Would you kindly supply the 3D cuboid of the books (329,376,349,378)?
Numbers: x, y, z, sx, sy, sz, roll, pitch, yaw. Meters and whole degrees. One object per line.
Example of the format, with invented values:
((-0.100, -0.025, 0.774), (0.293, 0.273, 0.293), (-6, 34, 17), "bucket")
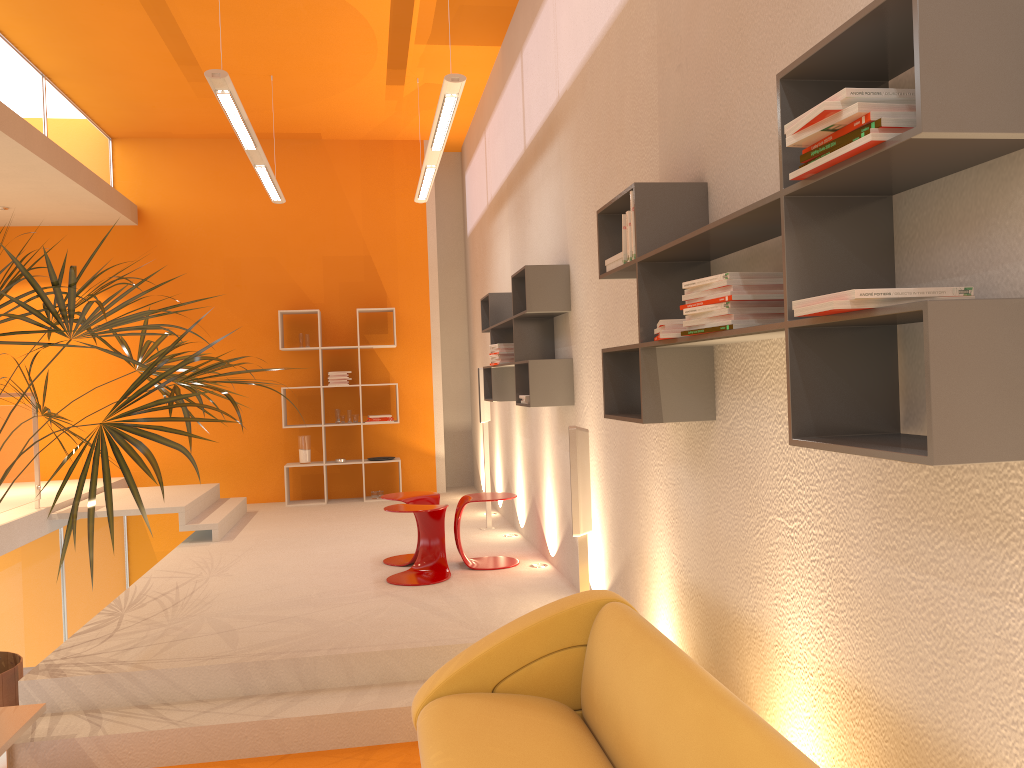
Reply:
((-1.811, -0.074, 9.270), (0.190, 0.011, 0.268), (-2, 0, -8), "books")

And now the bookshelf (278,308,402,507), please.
((-0.776, 1.497, 8.539), (3.516, 4.600, 1.107), (-2, 0, 38), "bookshelf")

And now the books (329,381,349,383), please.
((-1.812, -0.016, 9.280), (0.190, 0.015, 0.254), (-2, 0, -13), "books")

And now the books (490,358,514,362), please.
((-0.026, -0.169, 6.217), (0.190, 0.015, 0.254), (-2, 0, -18), "books")

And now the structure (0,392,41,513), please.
((-2.876, 0.517, 1.421), (0.195, 0.900, 11.050), (-2, 0, -9), "structure")

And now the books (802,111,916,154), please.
((0.689, -0.462, 1.653), (0.190, 0.015, 0.254), (-2, 0, -8), "books")

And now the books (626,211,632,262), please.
((0.503, -0.501, 3.007), (0.230, 0.169, 0.027), (-2, 0, -9), "books")

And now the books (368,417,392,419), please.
((-1.383, 0.353, 9.294), (0.254, 0.015, 0.190), (-2, 0, -8), "books")

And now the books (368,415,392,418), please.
((-1.385, 0.337, 9.280), (0.227, 0.017, 0.230), (-2, 0, -14), "books")

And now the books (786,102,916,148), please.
((0.675, -0.477, 1.655), (0.230, 0.017, 0.226), (-2, 0, -14), "books")

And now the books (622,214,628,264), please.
((0.493, -0.501, 3.061), (0.230, 0.169, 0.023), (-2, 0, -9), "books")

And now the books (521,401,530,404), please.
((0.166, 0.104, 5.204), (0.190, 0.015, 0.254), (-2, 0, -8), "books")

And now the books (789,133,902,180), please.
((0.686, -0.421, 1.659), (0.210, 0.013, 0.297), (-2, 0, -9), "books")

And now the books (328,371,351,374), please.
((-1.804, -0.119, 9.270), (0.230, 0.017, 0.227), (-2, 0, -14), "books")

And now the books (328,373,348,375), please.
((-1.817, -0.102, 9.272), (0.190, 0.015, 0.254), (-2, 0, -8), "books")

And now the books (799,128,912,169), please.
((0.686, -0.433, 1.655), (0.190, 0.011, 0.268), (-2, 0, -8), "books")

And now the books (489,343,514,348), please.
((-0.017, -0.272, 6.208), (0.230, 0.017, 0.227), (-2, 0, -19), "books")

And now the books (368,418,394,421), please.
((-1.374, 0.367, 9.292), (0.254, 0.015, 0.190), (-2, 0, -13), "books")

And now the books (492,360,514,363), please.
((-0.021, -0.156, 6.208), (0.190, 0.011, 0.268), (-2, 0, -13), "books")

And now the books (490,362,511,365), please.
((-0.021, -0.144, 6.204), (0.210, 0.013, 0.297), (-2, 0, -14), "books")

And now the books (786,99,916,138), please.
((0.670, -0.493, 1.655), (0.254, 0.015, 0.190), (-2, 0, -3), "books")

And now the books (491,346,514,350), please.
((-0.030, -0.255, 6.208), (0.190, 0.015, 0.254), (-2, 0, -13), "books")

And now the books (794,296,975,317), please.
((0.684, -0.143, 1.650), (0.254, 0.015, 0.190), (-2, 0, -3), "books")

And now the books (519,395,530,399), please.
((0.175, 0.073, 5.194), (0.230, 0.017, 0.227), (-2, 0, -9), "books")

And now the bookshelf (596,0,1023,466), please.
((0.619, -0.269, 2.412), (0.252, 0.790, 2.000), (-2, 0, -9), "bookshelf")

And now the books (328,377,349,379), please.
((-1.811, -0.062, 9.267), (0.210, 0.013, 0.296), (-2, 0, -9), "books")

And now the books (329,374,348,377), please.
((-1.814, -0.088, 9.280), (0.190, 0.015, 0.254), (-2, 0, -13), "books")

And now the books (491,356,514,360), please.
((-0.027, -0.184, 6.209), (0.190, 0.015, 0.254), (-2, 0, -13), "books")

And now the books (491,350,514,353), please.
((-0.024, -0.227, 6.208), (0.190, 0.011, 0.268), (-2, 0, -13), "books")

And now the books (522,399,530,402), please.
((0.163, 0.089, 5.196), (0.190, 0.015, 0.254), (-2, 0, -3), "books")

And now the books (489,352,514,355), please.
((-0.023, -0.215, 6.204), (0.210, 0.013, 0.297), (-2, 0, -14), "books")

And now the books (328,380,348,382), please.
((-1.814, -0.031, 9.272), (0.190, 0.015, 0.254), (-2, 0, -8), "books")

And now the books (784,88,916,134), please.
((0.672, -0.509, 1.668), (0.226, 0.017, 0.230), (-2, 0, -9), "books")

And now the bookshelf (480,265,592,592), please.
((0.162, 0.409, 5.255), (0.322, 2.145, 3.370), (-2, 0, -7), "bookshelf")

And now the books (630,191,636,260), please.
((0.510, -0.530, 2.957), (0.230, 0.227, 0.017), (-2, 0, -9), "books")

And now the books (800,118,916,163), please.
((0.688, -0.447, 1.645), (0.190, 0.015, 0.254), (-2, 0, -13), "books")

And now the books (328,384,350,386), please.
((-1.808, 0.009, 9.267), (0.210, 0.013, 0.296), (-2, 0, -9), "books")

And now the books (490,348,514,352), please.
((-0.028, -0.240, 6.217), (0.190, 0.015, 0.254), (-2, 0, -18), "books")

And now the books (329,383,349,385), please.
((-1.808, -0.003, 9.271), (0.190, 0.011, 0.268), (-2, 0, -8), "books")

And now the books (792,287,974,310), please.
((0.686, -0.160, 1.663), (0.226, 0.017, 0.230), (-2, 0, -9), "books")

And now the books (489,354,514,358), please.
((-0.014, -0.200, 6.209), (0.230, 0.017, 0.227), (-2, 0, -19), "books")

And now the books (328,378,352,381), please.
((-1.801, -0.048, 9.271), (0.230, 0.017, 0.227), (-2, 0, -14), "books")
